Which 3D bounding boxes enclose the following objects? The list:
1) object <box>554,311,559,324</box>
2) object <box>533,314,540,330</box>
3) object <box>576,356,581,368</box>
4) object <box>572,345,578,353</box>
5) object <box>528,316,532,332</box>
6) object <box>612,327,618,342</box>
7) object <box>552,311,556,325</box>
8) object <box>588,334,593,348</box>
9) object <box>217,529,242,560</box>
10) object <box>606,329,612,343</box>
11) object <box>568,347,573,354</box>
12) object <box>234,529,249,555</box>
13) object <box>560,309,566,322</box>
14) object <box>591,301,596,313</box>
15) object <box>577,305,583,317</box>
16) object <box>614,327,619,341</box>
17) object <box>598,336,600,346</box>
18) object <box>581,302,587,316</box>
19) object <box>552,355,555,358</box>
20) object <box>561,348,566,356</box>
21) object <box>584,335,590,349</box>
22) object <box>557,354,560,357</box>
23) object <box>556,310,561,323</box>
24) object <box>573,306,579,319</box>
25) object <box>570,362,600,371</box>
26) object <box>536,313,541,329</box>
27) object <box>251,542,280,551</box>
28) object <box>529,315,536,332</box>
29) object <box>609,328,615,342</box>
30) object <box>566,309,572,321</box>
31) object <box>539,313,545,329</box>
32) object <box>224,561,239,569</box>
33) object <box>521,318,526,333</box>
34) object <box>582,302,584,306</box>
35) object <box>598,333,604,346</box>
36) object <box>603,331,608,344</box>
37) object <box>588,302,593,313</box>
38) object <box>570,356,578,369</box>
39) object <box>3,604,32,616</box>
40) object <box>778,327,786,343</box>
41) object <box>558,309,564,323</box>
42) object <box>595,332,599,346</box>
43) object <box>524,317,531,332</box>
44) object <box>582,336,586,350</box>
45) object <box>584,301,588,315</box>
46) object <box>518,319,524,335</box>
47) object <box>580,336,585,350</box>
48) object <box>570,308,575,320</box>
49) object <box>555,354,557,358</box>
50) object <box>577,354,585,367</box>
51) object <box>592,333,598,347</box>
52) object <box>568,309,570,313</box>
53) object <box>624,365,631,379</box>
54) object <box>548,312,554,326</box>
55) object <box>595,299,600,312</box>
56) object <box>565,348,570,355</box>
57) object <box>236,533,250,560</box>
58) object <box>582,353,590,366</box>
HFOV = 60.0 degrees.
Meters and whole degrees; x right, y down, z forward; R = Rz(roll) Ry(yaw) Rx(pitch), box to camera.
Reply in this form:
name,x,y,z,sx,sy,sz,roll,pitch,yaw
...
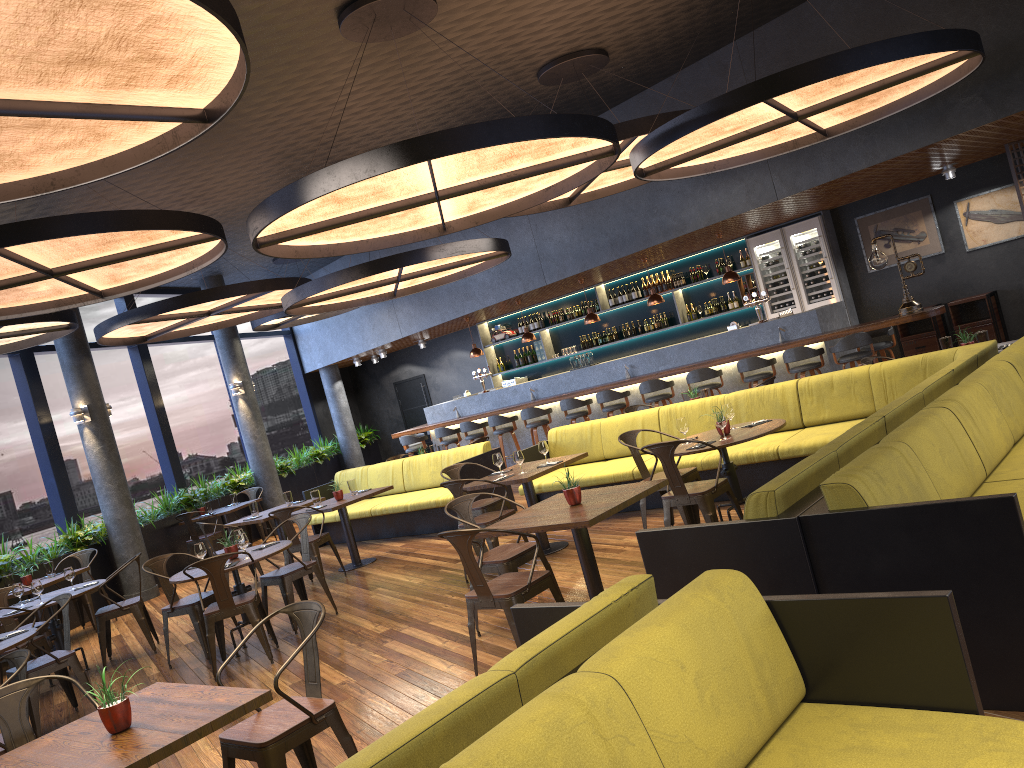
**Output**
name,x,y,z,sx,sy,sz,roll,pitch,yaw
object,0.801,-1.211,16.128,0.063,0.254,0.063,-15,1,13
object,0.447,-1.151,16.409,0.085,0.310,0.086,-15,1,-16
object,1.040,-0.344,13.822,0.105,0.209,0.105,-15,1,-14
object,1.137,-0.633,16.043,0.084,0.119,0.084,-15,1,-4
object,0.355,-1.130,16.611,0.085,0.310,0.086,-16,1,-22
object,1.782,-0.864,15.418,0.063,0.254,0.063,-15,1,-7
object,0.775,-1.207,16.256,0.063,0.254,0.063,-15,1,18
object,1.399,-0.769,15.868,0.063,0.254,0.063,-15,1,-2
object,-2.349,1.323,7.397,0.260,0.271,0.238,-15,1,-10
object,1.687,-0.840,15.514,0.063,0.254,0.063,-16,1,-31
object,1.073,-0.616,16.101,0.084,0.119,0.084,-15,1,-4
object,-2.323,1.349,7.600,0.097,0.206,0.097,-15,1,13
object,0.923,-1.245,16.138,0.063,0.254,0.063,-15,1,-11
object,1.433,-1.355,15.644,0.068,0.217,0.068,-16,1,-44
object,1.207,-1.302,15.902,0.088,0.224,0.088,-14,1,36
object,1.818,-0.875,15.495,0.063,0.254,0.063,-15,1,13
object,1.565,-0.796,15.740,0.088,0.224,0.088,-15,1,6
object,1.265,-1.329,15.711,0.063,0.254,0.063,-15,1,-1
object,0.761,-0.506,16.363,0.042,0.059,0.042,-15,1,3
object,0.947,-0.584,16.213,0.084,0.119,0.084,-15,1,-4
object,1.328,-0.749,15.802,0.063,0.254,0.063,-15,1,28
object,0.847,-0.528,16.287,0.042,0.059,0.042,-15,1,3
object,0.844,-1.225,16.198,0.063,0.254,0.063,-15,1,13
object,1.134,-1.280,15.827,0.088,0.224,0.088,-14,1,36
object,1.127,-0.268,13.725,0.437,0.019,0.273,-14,1,41
object,0.507,-1.169,16.481,0.085,0.310,0.086,-15,1,-8
object,-2.130,1.394,7.606,0.157,0.019,0.255,-14,1,39
object,0.373,-1.132,16.479,0.085,0.310,0.086,-16,1,-30
object,1.743,-0.856,15.569,0.063,0.254,0.063,-15,1,-16
object,1.012,-1.245,15.900,0.068,0.217,0.068,-15,1,31
object,0.540,-1.156,16.337,0.083,0.301,0.083,-16,1,-42
object,-2.263,1.440,7.063,0.157,0.019,0.255,-15,1,-6
object,0.222,-1.094,16.608,0.085,0.310,0.086,-16,1,-22
object,1.284,-1.337,15.845,0.063,0.254,0.063,-16,1,-41
object,1.559,-0.792,15.626,0.088,0.224,0.088,-16,1,-34
object,1.651,-0.818,15.693,0.088,0.224,0.088,-15,1,16
object,1.369,-1.336,15.579,0.068,0.217,0.068,-15,1,26
object,0.963,-0.322,13.748,0.105,0.209,0.105,-15,1,-14
object,-4.347,1.990,7.829,0.157,0.019,0.255,-15,1,18
object,3.440,-0.634,11.332,0.114,0.203,0.069,-15,1,-14
object,0.880,-1.231,16.033,0.063,0.254,0.063,-16,1,-31
object,1.518,-0.801,15.825,0.063,0.254,0.063,-15,1,13
object,0.285,-1.112,16.676,0.085,0.310,0.086,-16,1,-38
object,1.308,-0.746,15.949,0.063,0.254,0.063,-14,1,33
object,1.330,-1.348,15.770,0.063,0.254,0.063,-16,1,-21
object,0.156,-1.077,16.671,0.085,0.310,0.086,-15,1,-16
object,1.255,-0.730,15.868,0.063,0.254,0.063,-15,1,13
object,1.077,-1.264,15.964,0.068,0.217,0.068,-16,1,-29
object,0.807,-0.516,16.274,0.042,0.059,0.042,-15,1,3
object,1.082,-0.354,13.706,0.105,0.209,0.105,-15,1,-14
object,1.465,-0.785,15.756,0.063,0.254,0.063,-16,1,-21
object,1.034,-1.254,16.039,0.068,0.217,0.068,-16,1,-44
object,1.677,-0.186,12.908,0.114,0.203,0.069,-15,1,30
object,0.699,-1.185,16.182,0.063,0.254,0.063,-15,1,23
object,1.493,-1.372,15.504,0.088,0.224,0.088,-16,1,-34
object,1.010,-0.600,16.157,0.084,0.119,0.084,-15,1,-4
object,-2.174,1.316,7.189,0.097,0.206,0.097,-16,1,-42
object,1.142,-0.368,13.582,0.105,0.209,0.105,-15,1,-14
